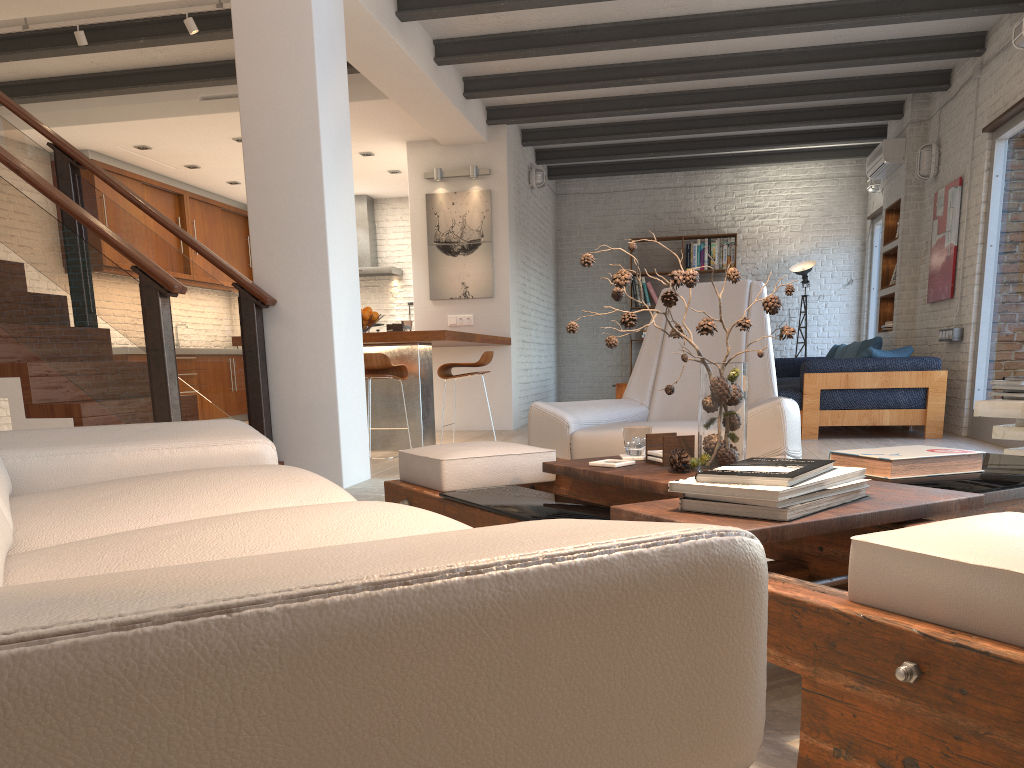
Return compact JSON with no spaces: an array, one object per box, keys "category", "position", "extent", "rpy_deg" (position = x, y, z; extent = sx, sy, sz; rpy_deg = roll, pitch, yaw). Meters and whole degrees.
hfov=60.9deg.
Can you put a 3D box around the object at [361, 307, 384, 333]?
[{"category":"object","position":[-1.204,-0.504,7.002],"extent":[0.364,0.227,0.357],"rpy_deg":[-3,5,-23]}]

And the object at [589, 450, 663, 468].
[{"category":"object","position":[0.338,0.209,2.507],"extent":[0.270,0.035,0.244],"rpy_deg":[-2,2,-17]}]

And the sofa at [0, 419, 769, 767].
[{"category":"sofa","position":[-0.780,0.286,1.586],"extent":[1.135,0.774,2.295],"rpy_deg":[-4,3,-29]}]

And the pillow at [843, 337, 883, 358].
[{"category":"pillow","position":[3.389,-0.236,8.514],"extent":[0.254,0.426,1.185],"rpy_deg":[0,3,11]}]

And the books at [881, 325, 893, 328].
[{"category":"books","position":[3.911,-0.594,8.967],"extent":[0.171,0.019,0.231],"rpy_deg":[-1,2,13]}]

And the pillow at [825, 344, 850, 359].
[{"category":"pillow","position":[3.660,-0.251,9.813],"extent":[0.243,0.407,1.082],"rpy_deg":[0,3,10]}]

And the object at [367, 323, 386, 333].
[{"category":"object","position":[-1.740,-0.651,11.334],"extent":[0.261,0.282,0.257],"rpy_deg":[3,8,32]}]

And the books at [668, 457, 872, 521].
[{"category":"books","position":[0.530,0.203,1.747],"extent":[0.248,0.076,0.395],"rpy_deg":[1,3,43]}]

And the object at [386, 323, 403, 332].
[{"category":"object","position":[-0.934,-0.438,6.959],"extent":[0.093,0.084,0.113],"rpy_deg":[-5,6,-34]}]

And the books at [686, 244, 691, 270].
[{"category":"books","position":[2.263,-1.608,11.186],"extent":[0.055,0.338,0.248],"rpy_deg":[1,8,11]}]

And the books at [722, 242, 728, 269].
[{"category":"books","position":[2.704,-1.617,11.085],"extent":[0.055,0.338,0.248],"rpy_deg":[1,8,11]}]

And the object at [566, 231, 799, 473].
[{"category":"object","position":[0.393,-0.073,2.153],"extent":[0.540,0.623,0.309],"rpy_deg":[-4,10,-18]}]

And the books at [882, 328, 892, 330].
[{"category":"books","position":[3.907,-0.567,8.986],"extent":[0.162,0.017,0.247],"rpy_deg":[-1,2,21]}]

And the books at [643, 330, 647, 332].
[{"category":"books","position":[1.900,-0.693,11.436],"extent":[0.356,0.021,0.266],"rpy_deg":[-1,2,9]}]

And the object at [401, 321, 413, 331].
[{"category":"object","position":[-0.826,-0.452,6.860],"extent":[0.091,0.087,0.089],"rpy_deg":[2,7,26]}]

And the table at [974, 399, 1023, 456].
[{"category":"table","position":[2.025,0.309,3.129],"extent":[0.491,0.517,0.486],"rpy_deg":[-5,8,-29]}]

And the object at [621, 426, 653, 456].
[{"category":"object","position":[0.369,0.169,2.576],"extent":[0.090,0.087,0.089],"rpy_deg":[-5,7,-29]}]

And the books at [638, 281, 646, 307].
[{"category":"books","position":[1.702,-1.169,11.400],"extent":[0.102,0.342,0.248],"rpy_deg":[1,8,11]}]

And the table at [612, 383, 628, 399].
[{"category":"table","position":[1.515,0.202,9.041],"extent":[1.076,0.457,1.792],"rpy_deg":[0,2,17]}]

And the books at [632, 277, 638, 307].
[{"category":"books","position":[1.609,-1.191,11.386],"extent":[0.091,0.394,0.237],"rpy_deg":[1,9,11]}]

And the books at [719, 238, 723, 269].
[{"category":"books","position":[2.659,-1.644,11.093],"extent":[0.036,0.393,0.237],"rpy_deg":[1,9,11]}]

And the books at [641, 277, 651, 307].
[{"category":"books","position":[1.750,-1.192,11.355],"extent":[0.121,0.391,0.237],"rpy_deg":[1,9,11]}]

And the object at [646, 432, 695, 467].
[{"category":"object","position":[0.444,0.183,2.456],"extent":[0.093,0.084,0.112],"rpy_deg":[-3,5,-17]}]

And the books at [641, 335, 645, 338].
[{"category":"books","position":[1.891,-0.626,11.438],"extent":[0.380,0.037,0.239],"rpy_deg":[-1,2,6]}]

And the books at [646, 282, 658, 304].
[{"category":"books","position":[1.846,-1.164,11.366],"extent":[0.195,0.327,0.248],"rpy_deg":[0,8,11]}]

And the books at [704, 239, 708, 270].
[{"category":"books","position":[2.473,-1.640,11.119],"extent":[0.036,0.393,0.237],"rpy_deg":[1,9,11]}]

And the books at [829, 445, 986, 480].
[{"category":"books","position":[1.129,0.221,2.504],"extent":[0.325,0.058,0.250],"rpy_deg":[-2,2,-19]}]

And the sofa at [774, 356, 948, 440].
[{"category":"sofa","position":[2.742,0.064,8.905],"extent":[2.079,0.676,3.865],"rpy_deg":[-1,2,11]}]

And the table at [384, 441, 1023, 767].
[{"category":"table","position":[0.805,0.395,2.327],"extent":[1.957,0.440,2.173],"rpy_deg":[-2,2,-28]}]

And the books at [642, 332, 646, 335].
[{"category":"books","position":[1.899,-0.663,11.422],"extent":[0.380,0.037,0.239],"rpy_deg":[-1,2,5]}]

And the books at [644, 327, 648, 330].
[{"category":"books","position":[1.907,-0.732,11.424],"extent":[0.326,0.057,0.249],"rpy_deg":[-1,2,13]}]

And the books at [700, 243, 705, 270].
[{"category":"books","position":[2.431,-1.612,11.153],"extent":[0.055,0.338,0.248],"rpy_deg":[1,8,11]}]

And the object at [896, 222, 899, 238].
[{"category":"object","position":[3.913,-1.571,8.744],"extent":[0.112,0.249,0.211],"rpy_deg":[2,8,19]}]

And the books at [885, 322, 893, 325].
[{"category":"books","position":[3.914,-0.621,8.968],"extent":[0.132,0.034,0.202],"rpy_deg":[-1,2,21]}]

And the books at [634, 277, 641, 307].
[{"category":"books","position":[1.648,-1.193,11.386],"extent":[0.091,0.394,0.237],"rpy_deg":[1,9,11]}]

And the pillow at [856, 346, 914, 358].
[{"category":"pillow","position":[3.032,-0.144,7.254],"extent":[0.560,0.337,0.371],"rpy_deg":[-4,6,-29]}]

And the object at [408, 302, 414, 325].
[{"category":"object","position":[-1.083,-0.893,11.500],"extent":[0.669,0.400,0.136],"rpy_deg":[-1,10,11]}]
